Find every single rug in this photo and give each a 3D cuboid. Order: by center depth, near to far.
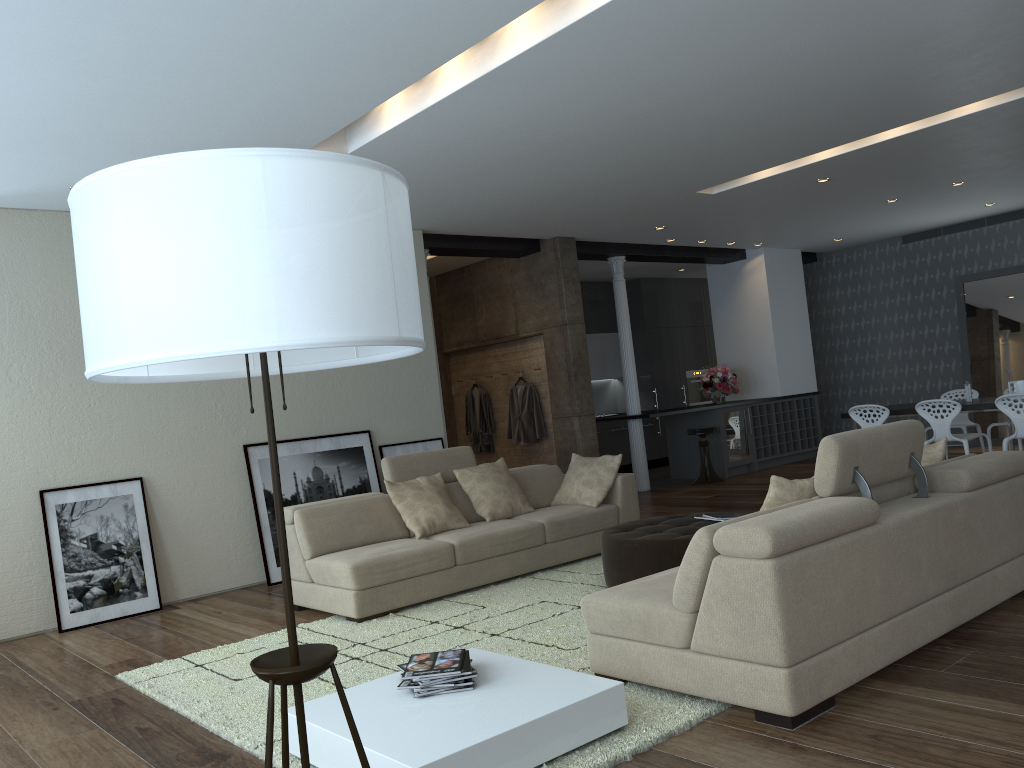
[{"bbox_3d":[0.453,1.287,4.959,4.231,0.020,2.972,-5,-2,-40],"label":"rug"}]

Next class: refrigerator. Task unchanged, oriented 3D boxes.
[{"bbox_3d":[2.917,0.672,11.524,0.578,0.774,0.075,-5,-2,-36],"label":"refrigerator"}]

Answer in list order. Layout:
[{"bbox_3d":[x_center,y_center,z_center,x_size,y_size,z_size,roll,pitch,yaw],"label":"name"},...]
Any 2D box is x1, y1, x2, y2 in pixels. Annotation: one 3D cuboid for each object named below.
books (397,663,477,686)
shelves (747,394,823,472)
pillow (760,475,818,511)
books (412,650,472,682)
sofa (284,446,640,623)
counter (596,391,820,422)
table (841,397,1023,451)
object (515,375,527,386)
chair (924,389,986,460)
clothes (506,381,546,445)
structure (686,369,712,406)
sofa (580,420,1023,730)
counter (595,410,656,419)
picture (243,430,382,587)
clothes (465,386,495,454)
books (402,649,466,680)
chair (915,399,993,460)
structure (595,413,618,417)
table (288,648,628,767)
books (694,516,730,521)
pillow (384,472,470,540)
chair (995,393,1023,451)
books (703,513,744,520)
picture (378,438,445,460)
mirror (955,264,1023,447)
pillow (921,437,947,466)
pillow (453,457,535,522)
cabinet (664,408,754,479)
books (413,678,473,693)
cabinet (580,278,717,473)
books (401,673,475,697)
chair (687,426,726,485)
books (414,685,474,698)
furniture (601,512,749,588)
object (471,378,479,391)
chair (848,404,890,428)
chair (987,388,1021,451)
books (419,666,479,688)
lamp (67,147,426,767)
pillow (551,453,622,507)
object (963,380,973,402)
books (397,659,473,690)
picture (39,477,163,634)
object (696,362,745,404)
[{"bbox_3d":[-0.294,1.097,3.418,0.220,0.010,0.300,-6,-2,-25],"label":"books"},{"bbox_3d":[3.522,0.691,12.586,1.700,0.897,0.900,-5,-2,-40],"label":"shelves"},{"bbox_3d":[1.271,0.586,4.004,0.519,0.416,0.368,-5,-2,-35],"label":"pillow"},{"bbox_3d":[-0.270,1.085,3.420,0.220,0.010,0.300,-6,-1,-5],"label":"books"},{"bbox_3d":[-0.308,0.941,6.498,2.581,0.950,1.021,-5,-2,-40],"label":"sofa"},{"bbox_3d":[2.706,0.294,11.956,3.700,0.040,1.000,-5,-2,-40],"label":"counter"},{"bbox_3d":[5.204,0.497,8.861,1.200,0.733,3.400,-5,-2,-40],"label":"table"},{"bbox_3d":[0.106,-0.042,10.385,0.010,0.219,0.430,-5,-2,-40],"label":"object"},{"bbox_3d":[5.059,0.492,10.131,0.581,0.835,0.495,-5,-2,-40],"label":"chair"},{"bbox_3d":[0.130,0.346,10.375,0.173,0.735,0.700,-5,-2,-41],"label":"clothes"},{"bbox_3d":[2.920,0.089,14.803,0.595,0.596,0.591,-5,-2,-40],"label":"structure"},{"bbox_3d":[1.566,0.679,4.239,2.581,0.950,1.021,-5,-2,-40],"label":"sofa"},{"bbox_3d":[0.629,0.671,12.992,3.597,0.223,0.807,-5,-2,-40],"label":"counter"},{"bbox_3d":[-1.606,1.013,7.501,1.183,1.140,0.225,-5,-2,-40],"label":"picture"},{"bbox_3d":[-0.430,0.451,11.069,0.141,0.855,0.569,-5,-2,-40],"label":"clothes"},{"bbox_3d":[-0.296,1.078,3.418,0.220,0.010,0.300,-6,-1,0],"label":"books"},{"bbox_3d":[4.259,0.543,8.582,0.581,0.835,0.495,-5,-2,-40],"label":"chair"},{"bbox_3d":[1.105,0.517,13.349,0.900,0.066,0.520,-5,-2,-40],"label":"structure"},{"bbox_3d":[-0.219,1.223,3.233,0.900,0.170,0.900,-5,-2,-40],"label":"table"},{"bbox_3d":[1.319,0.839,5.553,0.219,0.031,0.300,-6,-2,-25],"label":"books"},{"bbox_3d":[-0.604,0.848,6.264,0.519,0.416,0.368,-5,-2,-44],"label":"pillow"},{"bbox_3d":[4.721,0.478,8.011,0.581,0.835,0.495,-5,-2,-40],"label":"chair"},{"bbox_3d":[1.344,0.829,5.556,0.220,0.040,0.301,-6,-1,-5],"label":"books"},{"bbox_3d":[-0.827,1.018,8.164,0.700,0.988,0.195,-5,-2,-40],"label":"picture"},{"bbox_3d":[6.428,-0.359,11.449,0.240,2.294,1.200,-5,-2,-40],"label":"mirror"},{"bbox_3d":[2.187,0.522,5.065,0.395,0.393,0.518,-5,-2,-36],"label":"pillow"},{"bbox_3d":[-0.136,0.796,6.675,0.534,0.439,0.301,-5,-2,-43],"label":"pillow"},{"bbox_3d":[2.627,0.771,11.835,0.642,0.897,0.900,-5,-2,-40],"label":"cabinet"},{"bbox_3d":[-0.266,1.123,3.419,0.220,0.010,0.300,-6,-1,-5],"label":"books"},{"bbox_3d":[2.014,-0.157,14.224,7.409,2.980,0.827,-5,-2,-40],"label":"cabinet"},{"bbox_3d":[-0.290,1.136,3.417,0.220,0.010,0.300,-6,-1,-20],"label":"books"},{"bbox_3d":[3.887,0.765,7.915,16.134,0.952,21.556,-5,-2,-40],"label":"chair"},{"bbox_3d":[-0.263,1.142,3.419,0.220,0.010,0.300,-6,-1,-5],"label":"books"},{"bbox_3d":[1.091,1.043,5.547,1.057,0.355,1.057,-5,-2,-38],"label":"furniture"},{"bbox_3d":[-0.459,0.038,11.084,0.010,0.219,0.430,-5,-2,-40],"label":"object"},{"bbox_3d":[3.816,0.605,9.123,0.581,0.835,0.495,-5,-2,-40],"label":"chair"},{"bbox_3d":[5.506,0.430,9.593,0.581,0.835,0.495,-5,-2,-40],"label":"chair"},{"bbox_3d":[-0.268,1.104,3.420,0.220,0.010,0.300,-6,-1,-15],"label":"books"},{"bbox_3d":[-0.480,0.453,1.901,0.698,1.728,0.698,-6,-1,-16],"label":"lamp"},{"bbox_3d":[0.598,0.744,6.980,0.395,0.393,0.518,-5,-2,-43],"label":"pillow"},{"bbox_3d":[4.751,0.071,9.255,0.076,0.233,0.161,-7,-2,32],"label":"object"},{"bbox_3d":[-0.292,1.116,3.418,0.220,0.010,0.300,-7,-1,10],"label":"books"},{"bbox_3d":[-2.948,1.208,6.384,0.700,0.988,0.195,-5,-2,-40],"label":"picture"},{"bbox_3d":[2.784,-0.011,11.926,0.544,0.552,0.570,-5,-2,-34],"label":"object"}]
